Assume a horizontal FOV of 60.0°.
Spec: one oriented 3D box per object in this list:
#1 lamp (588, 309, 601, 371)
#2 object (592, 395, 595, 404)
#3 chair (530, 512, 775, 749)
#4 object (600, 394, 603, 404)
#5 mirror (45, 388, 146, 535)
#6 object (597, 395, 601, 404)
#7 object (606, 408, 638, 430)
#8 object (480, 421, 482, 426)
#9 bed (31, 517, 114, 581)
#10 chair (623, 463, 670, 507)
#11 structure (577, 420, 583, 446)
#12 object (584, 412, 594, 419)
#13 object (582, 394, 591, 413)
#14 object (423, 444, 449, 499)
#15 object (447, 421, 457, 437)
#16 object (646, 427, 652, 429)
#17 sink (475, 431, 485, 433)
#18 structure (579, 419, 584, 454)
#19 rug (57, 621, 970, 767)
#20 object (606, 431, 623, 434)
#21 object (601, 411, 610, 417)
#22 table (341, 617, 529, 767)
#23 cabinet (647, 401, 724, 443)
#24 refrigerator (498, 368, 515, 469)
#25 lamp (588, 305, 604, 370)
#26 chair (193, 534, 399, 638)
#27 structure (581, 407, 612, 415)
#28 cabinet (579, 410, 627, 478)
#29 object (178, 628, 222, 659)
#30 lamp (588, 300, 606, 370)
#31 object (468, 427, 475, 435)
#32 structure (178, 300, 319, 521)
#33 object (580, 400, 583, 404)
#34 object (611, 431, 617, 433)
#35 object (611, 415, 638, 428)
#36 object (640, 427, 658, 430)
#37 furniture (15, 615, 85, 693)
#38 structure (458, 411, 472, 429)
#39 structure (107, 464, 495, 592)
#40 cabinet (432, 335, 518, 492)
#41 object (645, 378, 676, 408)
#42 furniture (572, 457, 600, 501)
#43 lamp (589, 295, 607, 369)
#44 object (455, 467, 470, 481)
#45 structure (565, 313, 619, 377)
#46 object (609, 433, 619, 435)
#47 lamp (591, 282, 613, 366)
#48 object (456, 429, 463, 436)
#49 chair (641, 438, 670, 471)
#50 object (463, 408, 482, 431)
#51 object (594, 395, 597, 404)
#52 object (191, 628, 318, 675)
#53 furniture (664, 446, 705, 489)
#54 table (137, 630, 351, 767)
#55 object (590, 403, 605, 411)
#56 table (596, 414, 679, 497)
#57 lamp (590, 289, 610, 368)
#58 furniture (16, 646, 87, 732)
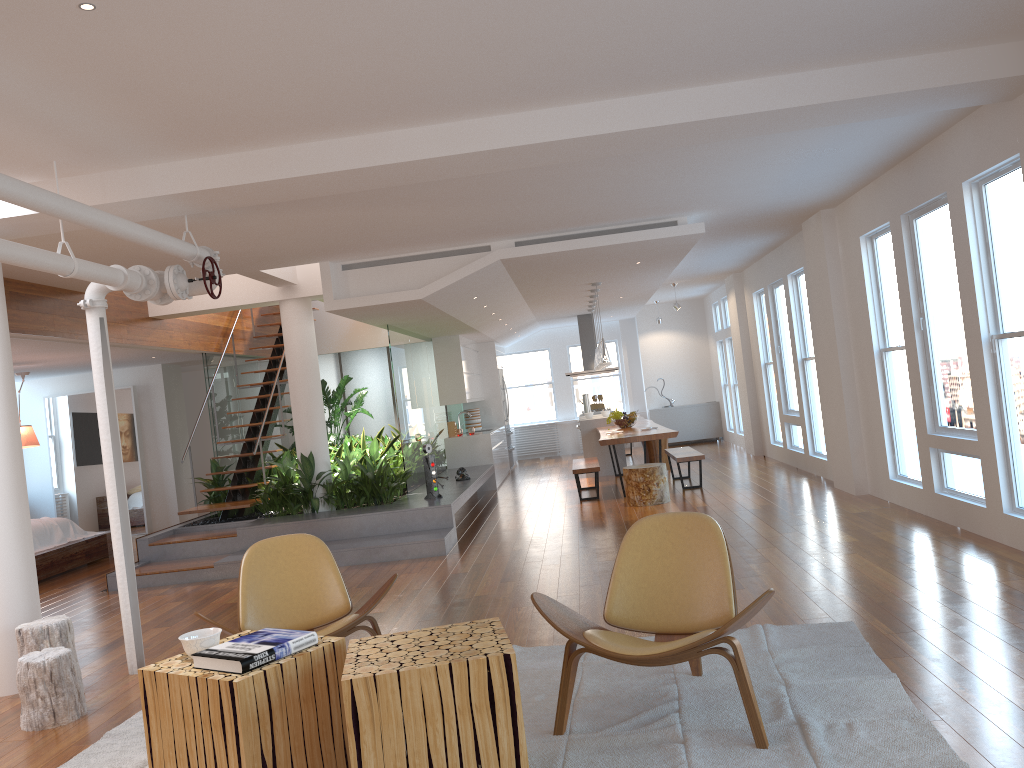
[{"bbox_3d":[1.322,-0.738,14.177,0.160,1.060,0.160,-7,-1,31],"label":"lamp"},{"bbox_3d":[1.450,0.346,15.625,0.061,0.299,0.040,-7,-1,2],"label":"object"},{"bbox_3d":[0.624,0.945,3.435,0.867,0.752,0.856,-6,-1,-36],"label":"chair"},{"bbox_3d":[1.584,0.331,15.616,0.057,0.294,0.030,-7,-1,4],"label":"object"},{"bbox_3d":[-5.868,1.144,12.485,1.267,2.044,0.049,-7,-1,4],"label":"mirror"},{"bbox_3d":[1.546,0.335,15.601,0.068,0.298,0.039,-7,-1,4],"label":"object"},{"bbox_3d":[1.483,0.453,11.839,0.394,0.284,0.292,-6,-1,-32],"label":"object"},{"bbox_3d":[-0.640,0.678,14.926,0.284,0.196,0.265,-6,-1,-44],"label":"object"},{"bbox_3d":[-5.913,1.862,9.566,2.314,0.595,2.207,-7,-1,4],"label":"bed"},{"bbox_3d":[1.438,1.075,9.493,0.460,0.400,0.460,-7,-1,14],"label":"chair"},{"bbox_3d":[1.452,0.894,15.155,0.649,0.735,0.890,-7,-1,4],"label":"structure"},{"bbox_3d":[1.156,0.475,13.309,0.152,0.082,0.152,-7,-1,43],"label":"object"},{"bbox_3d":[1.252,0.341,14.723,0.172,0.356,0.120,-6,-1,-38],"label":"object"},{"bbox_3d":[-0.781,0.885,9.027,0.318,0.565,0.134,-7,-1,40],"label":"object"},{"bbox_3d":[-0.892,0.673,13.256,0.104,0.222,0.200,-7,-1,4],"label":"object"},{"bbox_3d":[1.669,0.540,10.786,0.070,0.030,0.079,-6,-1,-42],"label":"object"},{"bbox_3d":[-0.516,0.864,13.946,0.449,0.192,0.666,-7,-1,4],"label":"sink"},{"bbox_3d":[1.098,0.877,13.766,0.072,0.648,0.644,-7,-1,4],"label":"structure"},{"bbox_3d":[-0.284,1.384,2.990,3.525,0.057,3.478,-7,-1,8],"label":"rug"},{"bbox_3d":[1.255,0.597,10.863,0.222,0.020,0.222,-7,-1,45],"label":"object"},{"bbox_3d":[1.394,0.445,13.168,0.152,0.082,0.152,-6,-1,-35],"label":"object"},{"bbox_3d":[-0.257,1.156,3.012,0.548,0.534,0.489,-7,-1,-7],"label":"table"},{"bbox_3d":[3.274,0.765,16.770,1.309,0.725,0.420,-7,-1,4],"label":"cabinet"},{"bbox_3d":[-0.381,0.648,15.717,0.725,1.772,0.908,-7,-1,4],"label":"refrigerator"},{"bbox_3d":[1.269,-0.740,13.456,0.160,1.060,0.160,-7,-1,31],"label":"lamp"},{"bbox_3d":[-0.959,1.144,4.270,0.856,0.752,0.867,-7,-1,9],"label":"chair"},{"bbox_3d":[1.444,0.466,15.168,0.520,0.073,0.650,-7,-1,4],"label":"structure"},{"bbox_3d":[1.429,0.912,14.246,0.597,0.832,2.936,-7,-1,4],"label":"cabinet"},{"bbox_3d":[-1.136,0.954,3.245,0.152,0.082,0.152,-6,-1,-35],"label":"object"},{"bbox_3d":[1.216,-0.742,12.735,0.160,1.060,0.160,-7,-1,31],"label":"lamp"},{"bbox_3d":[-0.589,0.687,12.915,0.094,0.106,0.094,-7,-1,10],"label":"object"},{"bbox_3d":[-2.328,-0.530,11.353,2.552,4.265,4.591,-7,-1,4],"label":"structure"},{"bbox_3d":[1.297,0.382,15.634,0.199,0.259,0.016,-7,-1,15],"label":"object"},{"bbox_3d":[1.255,0.591,10.864,0.070,0.030,0.079,-6,-1,-32],"label":"object"},{"bbox_3d":[1.515,0.513,11.822,0.360,0.159,0.360,-6,-1,-32],"label":"object"},{"bbox_3d":[1.669,0.547,10.786,0.222,0.020,0.222,-7,-1,-4],"label":"object"},{"bbox_3d":[-2.489,1.487,4.773,0.290,0.418,0.298,-6,-1,-33],"label":"furniture"},{"bbox_3d":[-0.730,0.692,13.990,0.248,0.536,0.115,-7,-1,4],"label":"structure"},{"bbox_3d":[-1.918,1.514,10.654,3.088,0.386,5.584,-7,-1,4],"label":"structure"},{"bbox_3d":[-0.515,0.439,14.982,0.676,2.280,4.565,-7,-1,4],"label":"cabinet"},{"bbox_3d":[2.814,0.171,16.761,0.590,0.563,0.210,-7,-1,-25],"label":"object"},{"bbox_3d":[0.924,1.161,10.873,0.316,0.389,1.433,-7,-1,4],"label":"furniture"},{"bbox_3d":[1.164,-0.743,12.014,0.160,1.060,0.160,-7,-1,31],"label":"lamp"},{"bbox_3d":[-0.616,1.087,10.736,0.216,0.155,0.181,-6,-1,-31],"label":"object"},{"bbox_3d":[1.286,-0.856,15.155,0.909,1.405,0.900,-7,-1,4],"label":"structure"},{"bbox_3d":[1.232,0.602,10.730,0.149,0.014,0.044,-7,-1,3],"label":"object"},{"bbox_3d":[1.058,-0.747,10.571,0.160,1.060,0.160,-7,-1,31],"label":"lamp"},{"bbox_3d":[-0.765,0.709,12.974,0.094,0.106,0.094,-7,-1,10],"label":"object"},{"bbox_3d":[2.063,1.013,12.671,0.396,0.455,0.402,-7,-1,-6],"label":"chair"},{"bbox_3d":[-0.645,0.591,14.540,0.267,0.356,0.266,-7,-1,30],"label":"object"},{"bbox_3d":[1.482,0.342,15.603,0.057,0.299,0.019,-7,-1,4],"label":"object"},{"bbox_3d":[-0.908,0.943,3.145,0.279,0.048,0.334,-7,-1,35],"label":"object"},{"bbox_3d":[2.105,1.018,10.786,0.316,0.389,1.433,-7,-1,4],"label":"furniture"},{"bbox_3d":[-0.944,1.240,3.211,0.548,0.534,0.489,-7,-1,34],"label":"table"},{"bbox_3d":[1.458,0.425,15.614,0.353,0.157,0.084,-7,-1,4],"label":"object"},{"bbox_3d":[1.666,0.932,12.829,0.893,0.704,5.996,-7,-1,4],"label":"table"},{"bbox_3d":[1.111,-0.745,11.292,0.160,1.060,0.160,-7,-1,31],"label":"lamp"},{"bbox_3d":[-2.292,1.502,4.404,0.294,0.333,0.292,-7,-1,-26],"label":"furniture"}]
